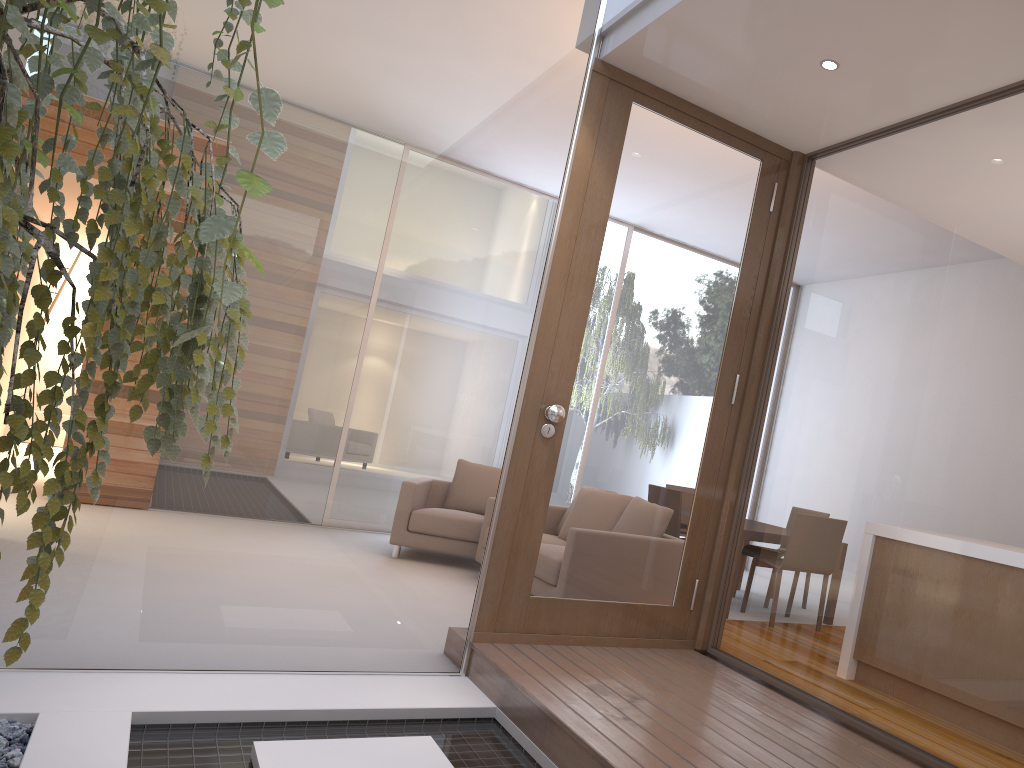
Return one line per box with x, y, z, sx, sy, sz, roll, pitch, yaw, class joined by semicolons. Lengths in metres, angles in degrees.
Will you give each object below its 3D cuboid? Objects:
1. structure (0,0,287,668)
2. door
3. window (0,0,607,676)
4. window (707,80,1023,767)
-0.892;-1.103;0.522;2.025;3.988;2.095;12;-3;-30;structure
0.628;-0.039;3.759;1.068;2.362;0.098;12;-3;-30;door
-1.204;-0.679;2.692;3.218;3.253;0.044;12;-3;-30;window
2.004;0.103;2.211;0.069;2.467;4.102;12;-4;-22;window
